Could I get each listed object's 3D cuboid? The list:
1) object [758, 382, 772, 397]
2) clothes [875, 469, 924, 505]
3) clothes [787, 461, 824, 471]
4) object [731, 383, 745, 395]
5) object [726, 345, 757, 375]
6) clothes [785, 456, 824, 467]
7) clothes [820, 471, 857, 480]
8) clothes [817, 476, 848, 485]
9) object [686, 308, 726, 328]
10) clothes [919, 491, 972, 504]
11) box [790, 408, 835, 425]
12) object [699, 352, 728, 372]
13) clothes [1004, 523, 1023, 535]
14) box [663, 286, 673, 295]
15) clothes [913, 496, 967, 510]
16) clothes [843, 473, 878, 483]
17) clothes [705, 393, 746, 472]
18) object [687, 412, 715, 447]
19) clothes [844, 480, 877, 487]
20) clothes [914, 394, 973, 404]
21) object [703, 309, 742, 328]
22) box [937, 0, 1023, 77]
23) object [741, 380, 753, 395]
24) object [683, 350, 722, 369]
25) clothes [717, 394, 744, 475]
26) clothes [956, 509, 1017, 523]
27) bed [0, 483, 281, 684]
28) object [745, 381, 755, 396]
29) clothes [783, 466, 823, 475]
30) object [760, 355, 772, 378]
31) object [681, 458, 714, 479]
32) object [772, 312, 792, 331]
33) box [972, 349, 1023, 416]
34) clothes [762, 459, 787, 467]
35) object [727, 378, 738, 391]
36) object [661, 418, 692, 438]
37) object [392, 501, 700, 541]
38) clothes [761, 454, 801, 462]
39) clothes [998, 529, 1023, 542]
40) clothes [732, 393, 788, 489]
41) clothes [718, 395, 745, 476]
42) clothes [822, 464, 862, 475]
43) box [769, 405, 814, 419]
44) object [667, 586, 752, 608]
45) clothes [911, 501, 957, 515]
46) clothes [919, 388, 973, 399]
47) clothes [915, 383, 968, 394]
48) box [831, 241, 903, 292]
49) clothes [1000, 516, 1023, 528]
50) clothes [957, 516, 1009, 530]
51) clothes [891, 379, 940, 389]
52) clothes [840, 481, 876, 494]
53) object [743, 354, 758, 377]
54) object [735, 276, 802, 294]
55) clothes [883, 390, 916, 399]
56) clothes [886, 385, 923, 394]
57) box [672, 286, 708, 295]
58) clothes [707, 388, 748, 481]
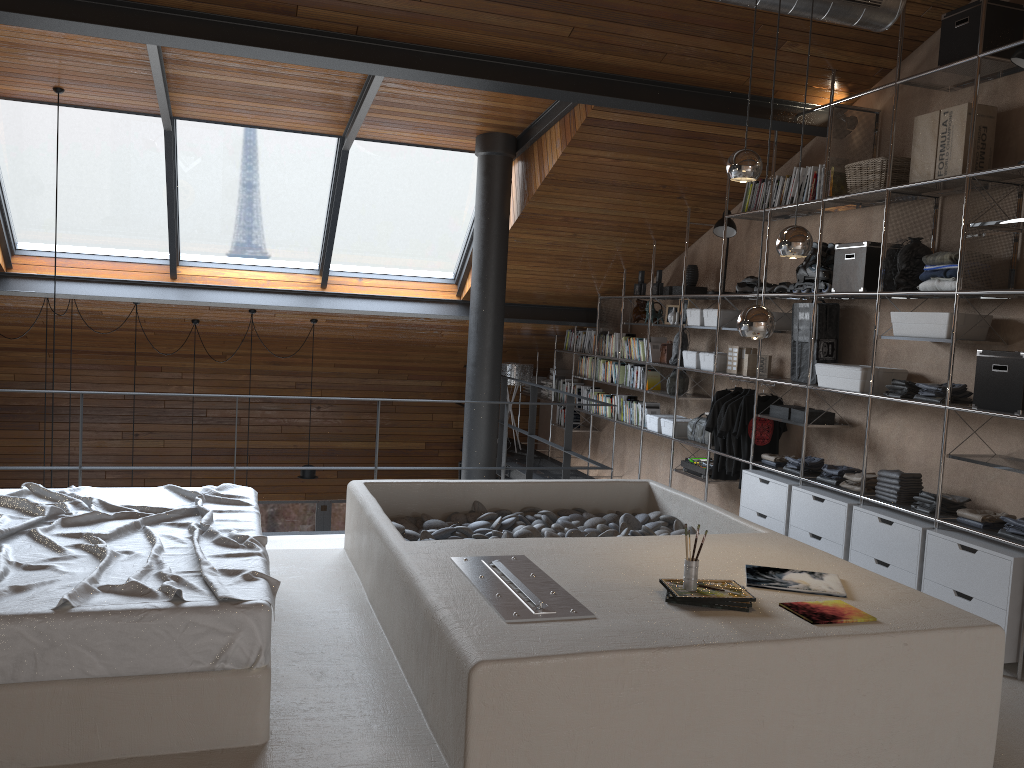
[{"bbox_3d":[1.774,0.047,6.248,0.283,0.118,0.016,2,4,-18],"label":"object"},{"bbox_3d":[2.166,0.570,4.952,0.184,0.172,0.201,2,4,-16],"label":"clothes"},{"bbox_3d":[1.917,0.533,5.781,0.215,0.047,0.191,2,4,-18],"label":"clothes"},{"bbox_3d":[1.671,0.060,6.554,0.387,0.197,0.009,1,4,-22],"label":"object"},{"bbox_3d":[1.700,-0.176,6.543,0.142,0.205,0.196,2,4,-20],"label":"object"},{"bbox_3d":[1.921,0.502,5.795,0.200,0.052,0.194,2,4,-16],"label":"clothes"},{"bbox_3d":[2.019,0.559,5.457,0.203,0.053,0.198,2,4,-14],"label":"clothes"},{"bbox_3d":[2.033,0.585,5.471,0.242,0.048,0.207,2,5,-21],"label":"clothes"},{"bbox_3d":[1.556,-0.522,7.016,0.295,0.136,0.228,2,4,-18],"label":"object"},{"bbox_3d":[2.292,0.604,4.717,0.200,0.052,0.194,2,4,-17],"label":"clothes"},{"bbox_3d":[1.948,0.212,5.751,0.208,0.079,0.207,3,4,-6],"label":"box"},{"bbox_3d":[1.612,-0.166,6.793,0.295,0.136,0.228,2,4,-18],"label":"object"},{"bbox_3d":[2.441,0.684,4.152,0.215,0.047,0.191,2,4,-18],"label":"clothes"},{"bbox_3d":[1.409,-0.784,7.537,0.208,0.079,0.207,3,4,-4],"label":"box"},{"bbox_3d":[2.292,0.634,4.736,0.215,0.047,0.191,2,4,-18],"label":"clothes"},{"bbox_3d":[2.093,0.550,5.220,0.212,0.047,0.187,2,4,-17],"label":"clothes"},{"bbox_3d":[1.640,0.357,6.571,0.488,0.586,0.074,1,5,-25],"label":"clothes"},{"bbox_3d":[1.535,0.346,6.976,0.166,0.247,0.376,2,5,-20],"label":"object"},{"bbox_3d":[2.088,0.577,5.209,0.229,0.052,0.199,2,4,-15],"label":"clothes"},{"bbox_3d":[2.300,0.075,4.704,0.243,0.045,0.208,2,4,-18],"label":"clothes"},{"bbox_3d":[1.636,-0.499,6.769,0.295,0.136,0.228,2,4,-18],"label":"object"},{"bbox_3d":[2.424,-1.785,4.587,0.266,0.295,0.289,2,4,-18],"label":"box"},{"bbox_3d":[1.708,0.071,6.438,0.387,0.197,0.009,1,4,-22],"label":"object"},{"bbox_3d":[1.531,-0.190,7.044,0.295,0.136,0.228,2,4,-18],"label":"object"},{"bbox_3d":[1.707,0.368,6.465,0.488,0.586,0.074,1,5,-25],"label":"clothes"},{"bbox_3d":[2.364,0.654,4.405,0.221,0.050,0.196,2,4,-16],"label":"clothes"},{"bbox_3d":[-1.910,0.725,3.189,2.011,0.484,1.826,2,4,-18],"label":"bed"},{"bbox_3d":[1.728,0.077,6.376,0.387,0.197,0.009,1,4,-22],"label":"object"},{"bbox_3d":[1.931,0.558,5.791,0.243,0.045,0.208,2,4,-18],"label":"clothes"},{"bbox_3d":[1.778,-0.124,6.244,0.074,0.156,0.078,6,5,31],"label":"object"},{"bbox_3d":[1.560,0.661,6.989,0.320,0.114,0.405,2,4,-18],"label":"object"},{"bbox_3d":[1.805,-0.445,6.243,0.290,0.124,0.222,2,4,-18],"label":"object"},{"bbox_3d":[2.436,-0.007,4.254,0.266,0.295,0.289,2,4,-18],"label":"box"},{"bbox_3d":[1.851,0.535,6.041,0.248,0.043,0.190,2,4,-9],"label":"clothes"},{"bbox_3d":[1.662,0.015,6.598,0.283,0.118,0.016,2,4,-18],"label":"object"},{"bbox_3d":[1.409,0.364,7.366,0.295,0.136,0.228,2,4,-18],"label":"object"},{"bbox_3d":[0.189,0.808,4.457,1.842,0.246,1.436,2,4,-18],"label":"object"},{"bbox_3d":[1.840,0.503,6.033,0.221,0.050,0.196,2,4,-16],"label":"clothes"},{"bbox_3d":[2.456,0.709,4.163,0.243,0.045,0.208,2,4,-18],"label":"clothes"},{"bbox_3d":[1.754,0.409,6.267,0.424,0.689,0.090,2,4,-19],"label":"clothes"},{"bbox_3d":[1.697,0.373,6.393,0.488,0.586,0.074,1,5,-25],"label":"clothes"},{"bbox_3d":[2.038,0.530,5.457,0.204,0.049,0.184,2,4,-19],"label":"clothes"},{"bbox_3d":[1.885,0.191,5.975,0.208,0.079,0.207,2,5,-19],"label":"box"},{"bbox_3d":[0.678,0.725,3.080,0.276,0.013,0.207,4,4,7],"label":"object"},{"bbox_3d":[2.275,0.657,4.729,0.243,0.045,0.208,2,5,-19],"label":"clothes"},{"bbox_3d":[2.286,0.049,4.693,0.215,0.047,0.191,2,4,-18],"label":"clothes"},{"bbox_3d":[2.290,0.018,4.708,0.200,0.052,0.194,2,4,-16],"label":"clothes"},{"bbox_3d":[2.120,-0.686,5.293,0.266,0.295,0.289,2,4,-18],"label":"box"},{"bbox_3d":[2.445,0.652,4.167,0.200,0.052,0.194,2,4,-16],"label":"clothes"},{"bbox_3d":[2.376,0.685,4.412,0.248,0.043,0.190,2,4,-9],"label":"clothes"},{"bbox_3d":[2.238,0.003,4.941,0.200,0.052,0.194,2,4,-17],"label":"clothes"},{"bbox_3d":[2.097,0.605,5.232,0.238,0.053,0.212,2,5,-20],"label":"clothes"},{"bbox_3d":[1.701,-0.134,6.317,0.074,0.156,0.078,3,4,-3],"label":"object"},{"bbox_3d":[1.809,-0.698,6.269,0.286,0.141,0.657,1,5,-25],"label":"object"},{"bbox_3d":[2.221,0.056,4.954,0.243,0.045,0.208,2,5,-19],"label":"clothes"},{"bbox_3d":[2.239,0.033,4.960,0.215,0.047,0.191,2,4,-18],"label":"clothes"},{"bbox_3d":[1.469,-0.765,7.328,0.208,0.079,0.207,2,5,-21],"label":"box"},{"bbox_3d":[1.642,0.376,6.616,0.424,0.689,0.090,2,4,-19],"label":"clothes"}]
